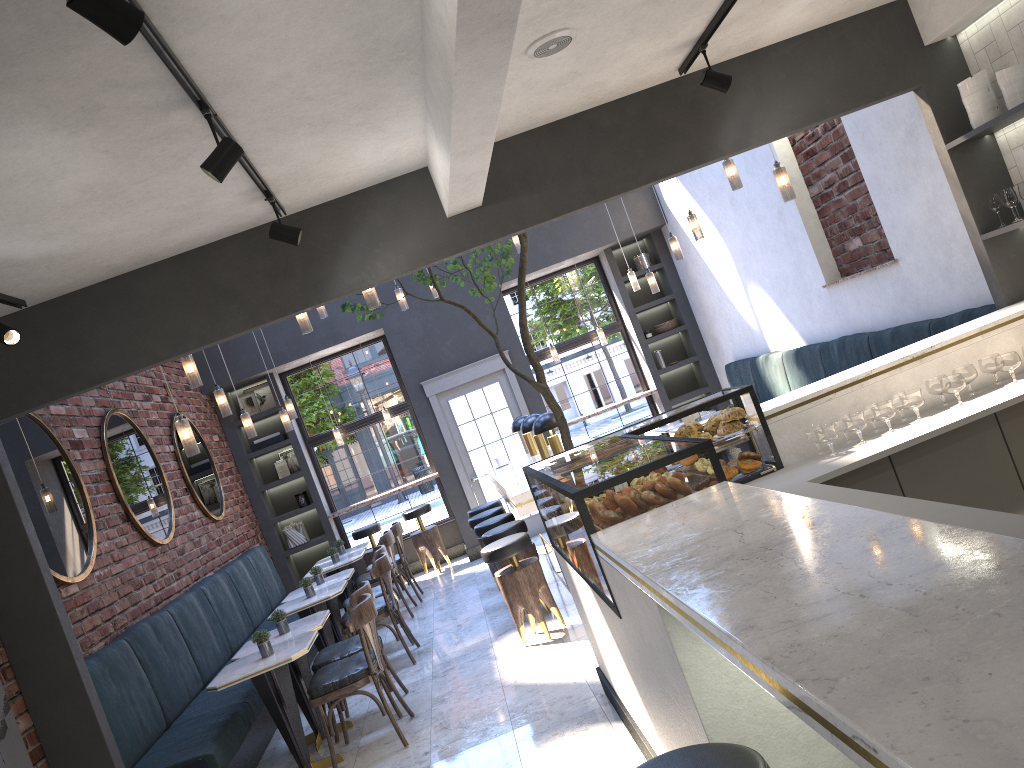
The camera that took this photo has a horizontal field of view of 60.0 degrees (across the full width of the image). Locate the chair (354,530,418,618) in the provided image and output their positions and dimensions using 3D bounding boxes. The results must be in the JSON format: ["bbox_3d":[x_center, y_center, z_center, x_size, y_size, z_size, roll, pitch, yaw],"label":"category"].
[{"bbox_3d":[-1.307,1.962,8.903,0.521,0.851,0.539,-21,0,-4],"label":"chair"}]

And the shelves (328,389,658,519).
[{"bbox_3d":[-0.220,0.870,11.248,4.401,0.043,0.384,-21,-1,-5],"label":"shelves"}]

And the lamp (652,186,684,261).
[{"bbox_3d":[0.807,-3.053,8.116,0.078,4.105,0.078,-21,0,-43],"label":"lamp"}]

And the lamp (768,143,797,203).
[{"bbox_3d":[1.041,-3.089,5.659,0.078,4.105,0.078,-21,0,-20],"label":"lamp"}]

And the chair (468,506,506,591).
[{"bbox_3d":[-0.119,1.564,8.391,0.370,0.737,0.372,-21,0,-15],"label":"chair"}]

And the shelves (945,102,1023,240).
[{"bbox_3d":[2.852,-1.220,3.252,0.300,0.580,3.601,-21,-1,-5],"label":"shelves"}]

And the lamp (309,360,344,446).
[{"bbox_3d":[-2.390,0.098,11.090,0.078,1.429,0.078,-21,0,25],"label":"lamp"}]

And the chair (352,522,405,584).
[{"bbox_3d":[-1.643,2.136,10.835,0.370,0.821,0.372,-21,0,-43],"label":"chair"}]

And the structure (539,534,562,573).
[{"bbox_3d":[0.655,1.540,7.704,0.496,0.210,3.499,-21,-1,-5],"label":"structure"}]

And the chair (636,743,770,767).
[{"bbox_3d":[0.484,1.196,1.793,0.371,0.821,0.371,-21,0,-43],"label":"chair"}]

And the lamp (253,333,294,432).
[{"bbox_3d":[-2.960,-1.446,8.901,0.078,4.105,0.078,-21,0,-20],"label":"lamp"}]

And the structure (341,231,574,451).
[{"bbox_3d":[-0.268,-1.209,6.748,3.750,5.988,2.802,-21,0,38],"label":"structure"}]

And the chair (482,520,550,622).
[{"bbox_3d":[0.056,1.478,7.010,0.372,0.737,0.370,-21,0,22],"label":"chair"}]

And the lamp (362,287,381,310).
[{"bbox_3d":[-1.560,-2.379,5.364,0.078,4.105,0.078,-21,0,25],"label":"lamp"}]

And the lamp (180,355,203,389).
[{"bbox_3d":[-2.833,-1.899,5.928,0.078,4.105,0.078,-21,0,-20],"label":"lamp"}]

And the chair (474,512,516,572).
[{"bbox_3d":[-0.033,1.522,7.703,0.372,0.737,0.370,-21,0,38],"label":"chair"}]

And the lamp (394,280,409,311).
[{"bbox_3d":[-1.811,-2.670,8.986,0.078,4.105,0.078,-21,0,-20],"label":"lamp"}]

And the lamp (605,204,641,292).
[{"bbox_3d":[0.664,-2.960,9.884,0.078,4.105,0.078,-21,0,-20],"label":"lamp"}]

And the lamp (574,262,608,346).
[{"bbox_3d":[0.943,-1.171,11.414,0.078,1.429,0.078,-21,0,25],"label":"lamp"}]

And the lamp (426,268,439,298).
[{"bbox_3d":[-1.542,-2.862,9.646,0.078,4.105,0.078,-21,0,-20],"label":"lamp"}]

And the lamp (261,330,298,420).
[{"bbox_3d":[-3.055,-1.544,9.472,0.078,4.105,0.078,-21,0,-20],"label":"lamp"}]

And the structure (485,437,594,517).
[{"bbox_3d":[0.505,1.148,7.706,0.990,1.050,3.491,-21,-1,-5],"label":"structure"}]

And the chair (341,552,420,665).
[{"bbox_3d":[-1.098,1.857,7.136,0.521,0.851,0.539,-21,0,-4],"label":"chair"}]

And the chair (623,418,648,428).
[{"bbox_3d":[1.696,0.864,11.136,0.371,0.821,0.371,-21,0,-43],"label":"chair"}]

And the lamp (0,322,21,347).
[{"bbox_3d":[-2.365,-0.274,4.099,0.157,0.235,0.087,-21,0,36],"label":"lamp"}]

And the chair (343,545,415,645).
[{"bbox_3d":[-1.209,1.908,7.759,0.521,0.851,0.539,-21,0,-12],"label":"chair"}]

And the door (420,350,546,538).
[{"bbox_3d":[-0.183,0.828,10.720,1.131,2.219,0.152,-21,0,-5],"label":"door"}]

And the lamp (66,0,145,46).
[{"bbox_3d":[-0.906,-0.864,1.944,0.088,0.238,0.157,-21,0,34],"label":"lamp"}]

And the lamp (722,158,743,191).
[{"bbox_3d":[0.885,-3.314,6.357,0.078,4.105,0.078,-21,0,-20],"label":"lamp"}]

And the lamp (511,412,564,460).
[{"bbox_3d":[-0.564,-0.800,4.113,4.178,3.256,8.846,-21,-1,-22],"label":"lamp"}]

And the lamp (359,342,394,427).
[{"bbox_3d":[-1.778,-0.135,11.149,0.078,1.429,0.078,-21,0,-43],"label":"lamp"}]

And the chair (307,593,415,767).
[{"bbox_3d":[-0.950,1.775,5.363,0.521,0.851,0.539,-21,0,-4],"label":"chair"}]

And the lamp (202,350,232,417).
[{"bbox_3d":[-2.998,-1.664,7.073,0.078,4.105,0.078,-21,0,2],"label":"lamp"}]

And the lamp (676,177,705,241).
[{"bbox_3d":[0.846,-3.128,7.447,0.078,4.105,0.078,-21,0,-43],"label":"lamp"}]

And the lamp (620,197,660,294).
[{"bbox_3d":[0.767,-2.866,9.222,0.078,4.105,0.078,-21,0,-20],"label":"lamp"}]

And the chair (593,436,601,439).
[{"bbox_3d":[1.093,1.094,11.101,0.370,0.821,0.372,-21,0,-43],"label":"chair"}]

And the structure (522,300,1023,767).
[{"bbox_3d":[2.016,0.356,2.023,3.204,1.300,5.807,-21,-1,-5],"label":"structure"}]

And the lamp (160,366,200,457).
[{"bbox_3d":[-2.611,-1.497,5.244,0.078,4.105,0.078,-21,0,-20],"label":"lamp"}]

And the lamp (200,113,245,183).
[{"bbox_3d":[-1.007,-0.810,3.034,0.157,0.238,0.088,-21,0,-11],"label":"lamp"}]

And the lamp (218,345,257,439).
[{"bbox_3d":[-2.983,-1.454,7.713,0.078,4.105,0.078,-21,0,2],"label":"lamp"}]

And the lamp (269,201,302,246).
[{"bbox_3d":[-1.095,-0.760,4.226,0.157,0.238,0.088,-21,0,-11],"label":"lamp"}]

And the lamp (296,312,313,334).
[{"bbox_3d":[-2.153,-2.277,6.181,0.078,4.105,0.078,-21,0,25],"label":"lamp"}]

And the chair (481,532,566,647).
[{"bbox_3d":[0.074,1.461,6.305,0.372,0.737,0.370,-21,0,38],"label":"chair"}]

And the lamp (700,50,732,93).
[{"bbox_3d":[1.003,-1.557,4.429,0.157,0.235,0.088,-21,0,-11],"label":"lamp"}]

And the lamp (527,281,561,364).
[{"bbox_3d":[0.331,-0.939,11.355,0.078,1.429,0.078,-21,0,-43],"label":"lamp"}]

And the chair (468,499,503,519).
[{"bbox_3d":[-0.159,1.589,9.100,0.372,0.737,0.370,-21,0,38],"label":"chair"}]

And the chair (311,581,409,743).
[{"bbox_3d":[-1.054,1.823,5.934,0.521,0.851,0.539,-21,0,-4],"label":"chair"}]

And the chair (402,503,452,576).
[{"bbox_3d":[-1.040,1.906,10.870,0.371,0.821,0.371,-21,0,-43],"label":"chair"}]

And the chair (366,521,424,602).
[{"bbox_3d":[-1.292,1.964,9.486,0.521,0.851,0.497,-21,0,-6],"label":"chair"}]

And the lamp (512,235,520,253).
[{"bbox_3d":[-0.636,-3.281,9.161,0.078,4.105,0.078,-21,0,-20],"label":"lamp"}]

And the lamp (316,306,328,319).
[{"bbox_3d":[-2.538,-2.557,8.541,0.078,4.105,0.078,-21,0,-20],"label":"lamp"}]
